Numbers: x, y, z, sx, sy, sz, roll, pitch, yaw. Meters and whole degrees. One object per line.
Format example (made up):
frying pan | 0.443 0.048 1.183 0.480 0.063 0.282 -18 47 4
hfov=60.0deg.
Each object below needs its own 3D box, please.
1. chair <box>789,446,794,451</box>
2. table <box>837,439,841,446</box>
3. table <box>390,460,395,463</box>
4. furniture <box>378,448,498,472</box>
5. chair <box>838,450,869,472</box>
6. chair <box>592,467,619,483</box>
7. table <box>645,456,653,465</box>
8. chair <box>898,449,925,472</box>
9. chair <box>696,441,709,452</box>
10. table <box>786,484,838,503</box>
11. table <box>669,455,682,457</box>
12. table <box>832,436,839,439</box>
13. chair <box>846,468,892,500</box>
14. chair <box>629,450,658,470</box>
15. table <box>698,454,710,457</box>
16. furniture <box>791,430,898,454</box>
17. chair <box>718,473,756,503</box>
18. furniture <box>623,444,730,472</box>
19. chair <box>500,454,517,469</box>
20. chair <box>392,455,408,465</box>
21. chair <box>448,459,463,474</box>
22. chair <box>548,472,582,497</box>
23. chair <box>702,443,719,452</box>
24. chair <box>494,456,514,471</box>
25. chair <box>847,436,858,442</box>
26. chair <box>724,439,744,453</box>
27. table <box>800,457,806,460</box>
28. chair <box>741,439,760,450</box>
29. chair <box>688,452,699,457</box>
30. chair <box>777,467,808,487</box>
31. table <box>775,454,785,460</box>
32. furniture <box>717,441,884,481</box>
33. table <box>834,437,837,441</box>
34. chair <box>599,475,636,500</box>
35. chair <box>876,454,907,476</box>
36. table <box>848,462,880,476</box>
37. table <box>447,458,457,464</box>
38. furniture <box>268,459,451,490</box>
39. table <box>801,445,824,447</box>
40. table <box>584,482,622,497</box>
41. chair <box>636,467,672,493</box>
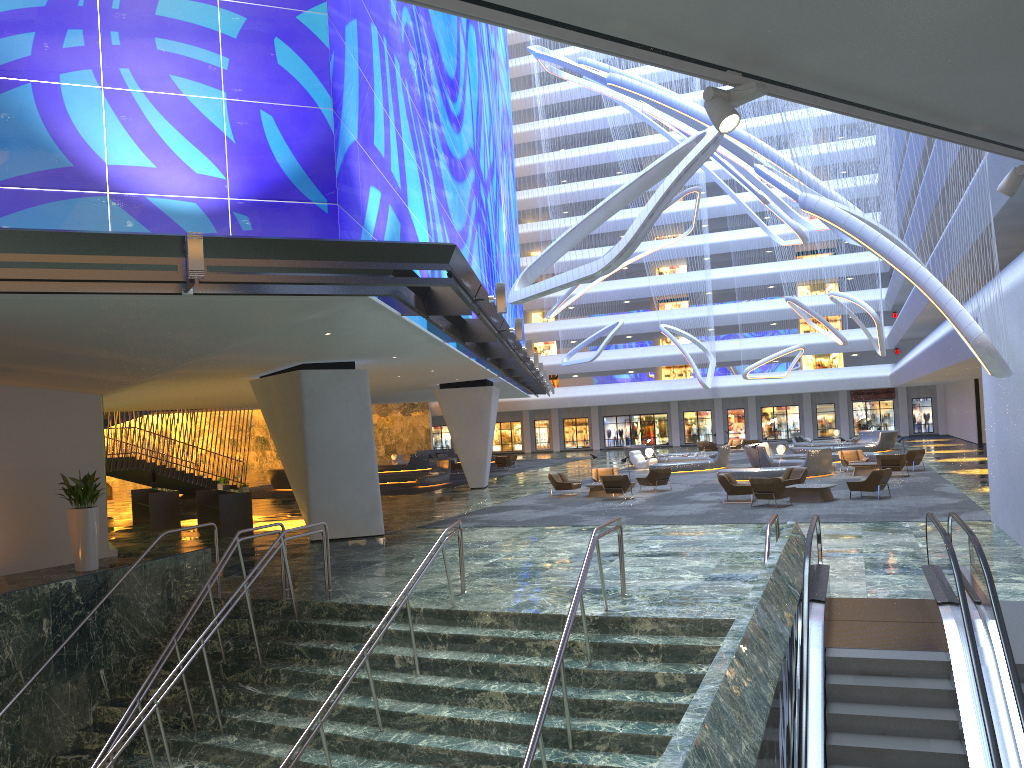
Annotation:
chair | 15.319 3.539 49.084 0.490 0.501 0.587 -2 -2 -35
table | 17.491 3.278 47.493 0.418 0.595 0.427 -4 -1 17
table | -7.413 5.057 55.542 0.418 0.595 0.427 -4 -1 20
furniture | -5.310 4.785 56.643 5.192 0.969 9.922 -5 -3 38
chair | 12.537 2.834 32.593 0.929 0.766 0.939 -3 -2 4
chair | 3.195 3.259 30.154 0.929 0.766 0.939 -3 -2 4
table | 6.231 3.600 40.253 0.418 0.595 0.428 -3 -1 -5
chair | 14.010 2.692 31.297 0.929 0.766 0.940 -2 -2 -36
chair | 11.517 3.786 52.754 0.929 0.766 0.940 -2 -2 -25
table | 7.865 2.869 23.299 1.204 0.392 1.202 -5 -3 39
table | 8.152 3.783 44.311 0.674 0.406 0.670 -5 -3 40
table | 19.486 3.426 53.191 0.418 0.595 0.428 -3 -1 -5
chair | 9.317 2.595 23.055 0.929 0.766 0.940 -2 -2 -45
chair | 6.109 3.524 41.184 1.158 0.881 0.728 -5 -2 40
table | 9.640 3.686 44.038 0.673 0.406 0.672 -3 -2 -17
furniture | 17.935 3.085 48.230 5.188 0.969 9.929 -4 -3 17
chair | 6.147 2.823 24.126 0.939 0.766 0.929 -4 -2 23
furniture | 7.691 3.400 42.138 5.187 0.969 9.931 -4 -3 13
chair | -0.228 4.287 48.940 0.938 0.766 0.931 -2 -2 -31
chair | -7.131 4.956 56.434 0.728 0.881 1.158 -3 -2 -25
chair | -2.975 4.359 47.026 0.938 0.766 0.930 -3 -2 -8
chair | 1.747 3.301 29.232 0.939 0.766 0.929 -4 -2 29
chair | 11.293 3.674 49.939 0.938 0.766 0.931 -2 -2 -28
chair | -0.443 4.213 46.987 0.930 0.766 0.939 -4 -2 19
chair | 19.134 3.184 48.975 0.929 0.766 0.940 -2 -2 -36
chair | 13.230 3.685 52.673 0.930 0.766 0.938 -5 -2 40
table | 12.434 3.187 36.362 1.204 0.392 1.203 -4 -3 21
chair | 13.689 3.574 50.763 0.929 0.766 0.939 -3 -2 -1
chair | 8.611 3.721 44.557 1.784 0.501 0.586 -3 -2 -15
chair | 7.842 2.770 25.116 0.938 0.766 0.930 -3 -2 -17
table | 10.864 3.140 35.847 0.418 0.595 0.427 -4 -1 20
furniture | 10.878 2.895 34.833 5.192 0.969 9.922 -5 -3 38
table | 19.004 3.393 52.018 0.417 0.595 0.428 -3 -1 -25
chair | 3.183 3.111 26.802 0.930 0.766 0.938 -4 -2 27
chair | 12.525 2.686 29.242 0.930 0.766 0.938 -4 -2 27
table | 12.305 2.944 30.707 1.204 0.392 1.203 -4 -3 20
table | -3.959 5.100 58.410 0.670 0.406 0.674 -2 -2 -25
furniture | -7.134 4.188 40.828 9.939 0.969 5.183 -5 -3 38
table | 15.960 3.459 47.025 1.204 0.392 1.203 -4 -3 21
table | 2.963 3.369 28.268 1.204 0.392 1.203 -4 -3 21
chair | 4.668 3.117 28.858 0.929 0.766 0.940 -2 -2 -36
